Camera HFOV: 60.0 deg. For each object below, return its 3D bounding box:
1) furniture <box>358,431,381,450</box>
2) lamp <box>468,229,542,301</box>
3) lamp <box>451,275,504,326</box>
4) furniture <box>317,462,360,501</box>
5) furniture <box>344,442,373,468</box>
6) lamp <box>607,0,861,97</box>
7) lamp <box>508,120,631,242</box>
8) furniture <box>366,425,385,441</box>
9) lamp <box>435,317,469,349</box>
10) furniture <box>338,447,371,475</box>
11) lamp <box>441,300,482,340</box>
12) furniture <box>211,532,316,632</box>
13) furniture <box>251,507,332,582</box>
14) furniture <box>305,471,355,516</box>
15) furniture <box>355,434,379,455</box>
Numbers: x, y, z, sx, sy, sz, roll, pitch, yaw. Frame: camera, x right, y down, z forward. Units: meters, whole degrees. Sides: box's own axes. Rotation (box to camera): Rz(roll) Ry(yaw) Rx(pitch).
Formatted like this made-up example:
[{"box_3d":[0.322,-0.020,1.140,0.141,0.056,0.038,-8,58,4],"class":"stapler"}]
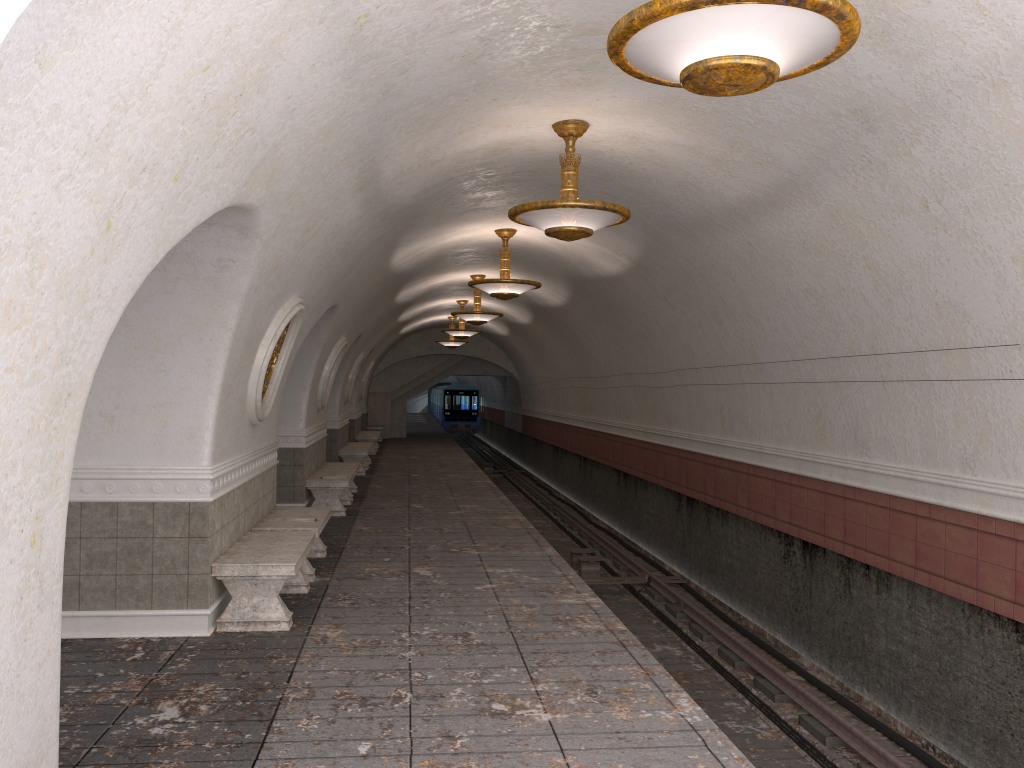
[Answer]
[{"box_3d":[-4.305,1.710,26.838,0.613,0.508,1.509,1,0,-7],"class":"furniture"},{"box_3d":[-0.095,-1.616,12.118,1.008,0.955,1.008,1,-1,-23],"class":"lamp"},{"box_3d":[-0.660,-1.586,16.915,1.008,0.955,1.008,1,0,9],"class":"lamp"},{"box_3d":[-2.904,1.637,14.937,0.613,0.508,1.509,1,0,-7],"class":"furniture"},{"box_3d":[-3.608,1.674,20.917,0.613,0.508,1.509,1,0,-7],"class":"furniture"},{"box_3d":[0.901,-1.669,3.660,1.008,0.955,1.008,1,-1,39],"class":"lamp"},{"box_3d":[0.474,-1.646,7.289,1.008,0.955,1.008,1,-1,-23],"class":"lamp"},{"box_3d":[-4.846,1.739,31.427,0.613,0.508,1.509,1,0,-7],"class":"furniture"},{"box_3d":[-1.789,-1.527,26.506,1.008,0.955,1.008,1,-1,39],"class":"lamp"},{"box_3d":[-3.412,1.663,19.247,0.613,0.508,1.509,1,0,-7],"class":"furniture"},{"box_3d":[-1.224,-1.557,21.710,1.008,0.955,1.008,1,0,9],"class":"lamp"},{"box_3d":[-2.005,1.589,7.300,0.613,0.508,1.509,1,0,-7],"class":"furniture"},{"box_3d":[-2.201,1.600,8.970,0.613,0.508,1.509,1,0,-7],"class":"furniture"},{"box_3d":[-2.708,1.626,13.267,0.613,0.508,1.509,1,0,-7],"class":"furniture"},{"box_3d":[-4.109,1.700,25.168,0.613,0.508,1.509,1,0,-7],"class":"furniture"}]
